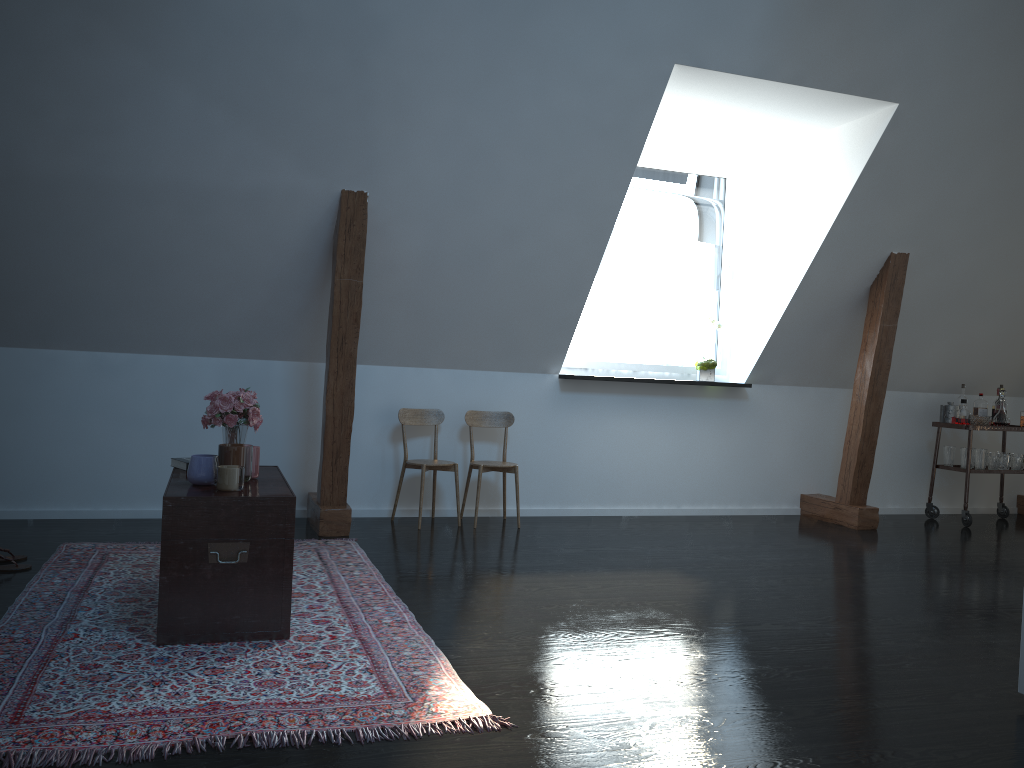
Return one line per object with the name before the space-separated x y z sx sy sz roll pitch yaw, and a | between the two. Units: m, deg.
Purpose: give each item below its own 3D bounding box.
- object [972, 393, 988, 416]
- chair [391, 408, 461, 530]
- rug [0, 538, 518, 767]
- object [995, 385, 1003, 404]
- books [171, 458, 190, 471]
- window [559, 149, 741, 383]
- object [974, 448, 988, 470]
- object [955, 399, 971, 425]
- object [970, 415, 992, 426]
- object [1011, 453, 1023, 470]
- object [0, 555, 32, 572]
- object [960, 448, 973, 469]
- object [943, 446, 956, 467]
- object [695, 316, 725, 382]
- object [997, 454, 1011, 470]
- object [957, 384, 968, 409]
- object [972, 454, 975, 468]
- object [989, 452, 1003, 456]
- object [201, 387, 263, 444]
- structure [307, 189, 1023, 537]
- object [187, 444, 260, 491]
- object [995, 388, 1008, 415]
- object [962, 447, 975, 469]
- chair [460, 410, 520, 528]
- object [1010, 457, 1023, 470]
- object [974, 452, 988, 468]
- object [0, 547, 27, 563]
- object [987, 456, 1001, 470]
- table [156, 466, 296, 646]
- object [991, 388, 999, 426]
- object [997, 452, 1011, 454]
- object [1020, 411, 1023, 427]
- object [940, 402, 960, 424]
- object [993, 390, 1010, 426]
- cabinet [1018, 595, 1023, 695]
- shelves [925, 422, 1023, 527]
object | 3.581 0.200 6.781 0.099 0.257 0.067 3 1 -14
chair | -0.510 0.505 5.423 0.329 0.696 0.342 2 1 -36
rug | -1.108 0.845 3.363 1.512 0.029 2.647 3 1 -19
object | 3.705 0.169 6.727 0.080 0.329 0.080 2 1 -28
books | -1.275 0.333 3.711 0.243 0.034 0.179 2 1 -41
window | 3.638 -2.001 4.144 8.018 4.249 5.959 3 1 -19
object | 3.433 0.554 6.500 0.087 0.155 0.087 4 1 44
object | 3.315 0.214 6.516 0.087 0.206 0.087 3 1 6
object | 3.463 0.278 6.561 0.151 0.092 0.245 3 1 10
object | 3.827 0.588 6.710 0.095 0.119 0.095 3 1 33
object | -2.198 0.747 3.773 0.277 0.090 0.101 2 1 -30
object | 3.334 0.549 6.512 0.087 0.155 0.087 4 1 44
object | 3.285 0.545 6.666 0.087 0.155 0.087 4 1 44
object | 1.398 -0.246 6.258 0.131 0.461 0.309 3 1 0
object | 3.666 0.581 6.611 0.095 0.119 0.095 3 1 33
object | 3.397 0.160 6.693 0.073 0.320 0.073 2 1 -28
object | 3.453 0.580 6.687 0.092 0.099 0.092 2 1 -41
object | 3.675 0.580 6.740 0.095 0.119 0.095 3 1 33
object | -1.146 0.183 3.615 0.234 0.351 0.235 3 1 31
structure | 2.619 0.027 6.408 12.350 1.963 1.023 3 1 -19
object | -1.068 0.299 3.270 0.215 0.138 0.413 3 1 -7
object | 3.667 0.181 6.647 0.081 0.307 0.081 3 1 -13
object | 3.388 0.551 6.594 0.087 0.155 0.087 4 1 44
chair | -0.122 0.523 5.533 0.329 0.696 0.342 3 1 -17
object | 3.764 0.597 6.619 0.092 0.099 0.092 2 1 -41
object | 3.555 0.574 6.722 0.095 0.119 0.095 3 1 33
object | -2.280 0.742 3.911 0.101 0.090 0.277 3 1 28
object | 3.566 0.587 6.571 0.092 0.099 0.092 2 1 -41
table | -1.085 0.605 3.394 0.471 0.492 0.962 3 1 -19
object | 3.757 0.182 6.856 0.081 0.308 0.081 2 1 -27
object | 3.784 0.584 6.832 0.095 0.119 0.095 3 1 33
object | 3.890 0.238 6.651 0.101 0.211 0.101 3 1 -4
object | 3.283 0.226 6.647 0.135 0.182 0.052 3 1 18
object | 3.614 0.186 6.539 0.114 0.292 0.114 4 1 43
cabinet | 2.175 0.768 2.638 1.069 0.507 0.623 3 1 -19
shelves | 3.571 0.672 6.671 0.803 0.732 0.438 3 1 -23
